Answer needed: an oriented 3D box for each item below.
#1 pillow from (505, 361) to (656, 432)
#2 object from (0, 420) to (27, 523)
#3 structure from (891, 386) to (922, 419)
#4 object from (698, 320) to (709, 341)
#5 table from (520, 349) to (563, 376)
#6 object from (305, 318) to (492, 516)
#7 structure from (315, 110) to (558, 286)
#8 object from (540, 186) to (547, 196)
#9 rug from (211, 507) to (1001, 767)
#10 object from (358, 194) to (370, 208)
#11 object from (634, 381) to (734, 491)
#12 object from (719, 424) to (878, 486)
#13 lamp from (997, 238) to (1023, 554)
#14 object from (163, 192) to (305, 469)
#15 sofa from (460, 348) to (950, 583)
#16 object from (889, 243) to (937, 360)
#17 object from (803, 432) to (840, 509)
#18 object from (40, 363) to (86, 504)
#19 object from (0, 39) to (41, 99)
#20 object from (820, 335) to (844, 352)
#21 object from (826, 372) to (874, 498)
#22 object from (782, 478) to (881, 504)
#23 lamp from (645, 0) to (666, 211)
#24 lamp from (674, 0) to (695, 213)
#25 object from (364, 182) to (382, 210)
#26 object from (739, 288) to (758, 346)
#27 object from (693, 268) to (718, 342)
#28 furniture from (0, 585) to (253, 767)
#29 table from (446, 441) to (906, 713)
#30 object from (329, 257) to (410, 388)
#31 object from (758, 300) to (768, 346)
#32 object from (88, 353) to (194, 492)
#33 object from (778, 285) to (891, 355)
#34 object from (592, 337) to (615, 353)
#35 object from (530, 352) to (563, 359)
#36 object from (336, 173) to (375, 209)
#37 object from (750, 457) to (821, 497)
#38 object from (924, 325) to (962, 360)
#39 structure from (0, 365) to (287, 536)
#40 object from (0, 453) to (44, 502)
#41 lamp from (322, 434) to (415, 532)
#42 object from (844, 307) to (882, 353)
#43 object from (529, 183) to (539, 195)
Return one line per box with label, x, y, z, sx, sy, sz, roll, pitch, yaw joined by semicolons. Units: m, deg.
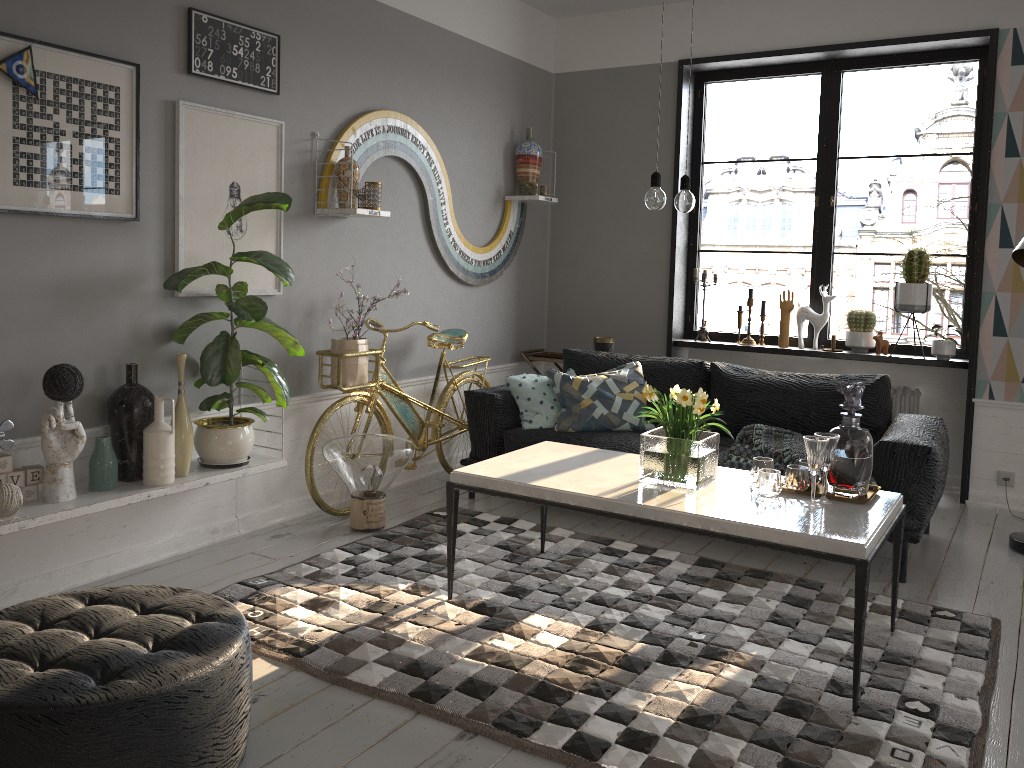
pillow;0.373;0.062;4.808;0.799;0.360;0.446;3;6;13
object;-1.805;0.239;2.734;0.239;0.437;0.547;5;7;31
structure;1.962;0.183;5.628;1.226;0.426;0.149;6;6;29
object;1.290;-0.366;5.935;0.085;0.150;0.085;5;6;35
table;0.438;0.135;5.972;0.744;0.676;0.340;5;6;31
object;-0.516;0.120;4.805;0.427;0.964;1.634;4;7;22
structure;-0.329;-1.039;5.107;0.267;0.950;2.030;4;7;31
object;0.207;-1.263;5.780;0.050;0.058;0.050;4;6;21
rug;0.283;0.835;3.181;2.533;0.034;1.777;6;9;31
object;-0.746;-0.913;4.461;0.062;0.081;0.063;2;5;7
object;0.595;0.172;3.171;0.353;0.349;0.326;6;7;33
object;1.289;0.404;3.982;0.668;0.327;0.492;5;7;26
lamp;2.715;-0.070;4.180;0.681;1.694;1.251;4;6;29
object;-1.150;-0.232;3.698;0.567;1.144;0.418;0;5;-19
sofa;0.926;0.293;4.543;2.346;0.793;0.974;6;8;31
object;2.330;-0.488;5.136;0.235;0.667;0.229;2;4;2
object;1.012;0.284;2.909;0.082;0.226;0.168;6;7;43
object;-1.586;0.169;3.118;0.137;0.481;0.155;4;5;31
object;-1.883;-0.998;2.749;0.057;0.337;0.918;4;7;30
object;1.971;-0.250;5.425;0.123;0.098;0.123;-3;8;-36
object;1.169;0.171;3.053;0.156;0.415;0.149;-2;6;-39
object;1.102;0.365;3.091;0.319;0.015;0.247;6;9;31
lamp;0.514;-1.278;2.376;0.074;1.528;1.404;2;6;0
lamp;0.630;-1.284;2.451;0.074;1.528;1.404;2;6;0
object;-0.691;-0.931;4.398;0.086;0.139;0.086;4;5;24
object;1.529;-0.438;5.690;0.123;0.373;0.123;5;5;36
object;1.253;-0.525;5.855;0.145;0.488;0.163;0;5;-23
furniture;-1.017;0.769;2.162;0.736;0.355;0.739;4;7;18
table;0.564;0.603;3.182;1.459;0.508;0.735;6;8;31
object;-0.692;-0.312;4.419;0.489;0.638;0.254;-3;6;-41
object;1.615;-0.399;5.699;0.076;0.299;0.076;0;5;-28
object;-1.409;0.135;3.378;0.331;0.486;0.287;1;5;-8
object;1.970;-0.402;5.429;0.664;0.408;0.135;6;6;32
object;0.601;-0.224;5.809;0.141;0.159;0.139;0;6;-21
object;0.317;-0.192;6.031;0.319;0.015;0.247;6;9;31
object;-0.755;-0.926;4.264;0.197;0.165;0.060;-1;5;-25
object;0.971;0.330;3.098;0.246;0.087;0.281;3;7;9
object;2.457;-0.238;5.040;0.171;0.202;0.247;5;7;33
structure;-1.821;0.262;2.767;0.309;0.483;2.786;5;8;31
object;-1.752;0.329;3.044;0.078;0.172;0.265;5;7;37
lamp;-0.678;0.464;4.177;0.432;0.435;0.435;-1;7;-28
object;2.127;-0.335;5.391;0.234;0.281;0.214;2;5;5
object;0.143;-1.259;5.740;0.060;0.078;0.060;4;6;20
